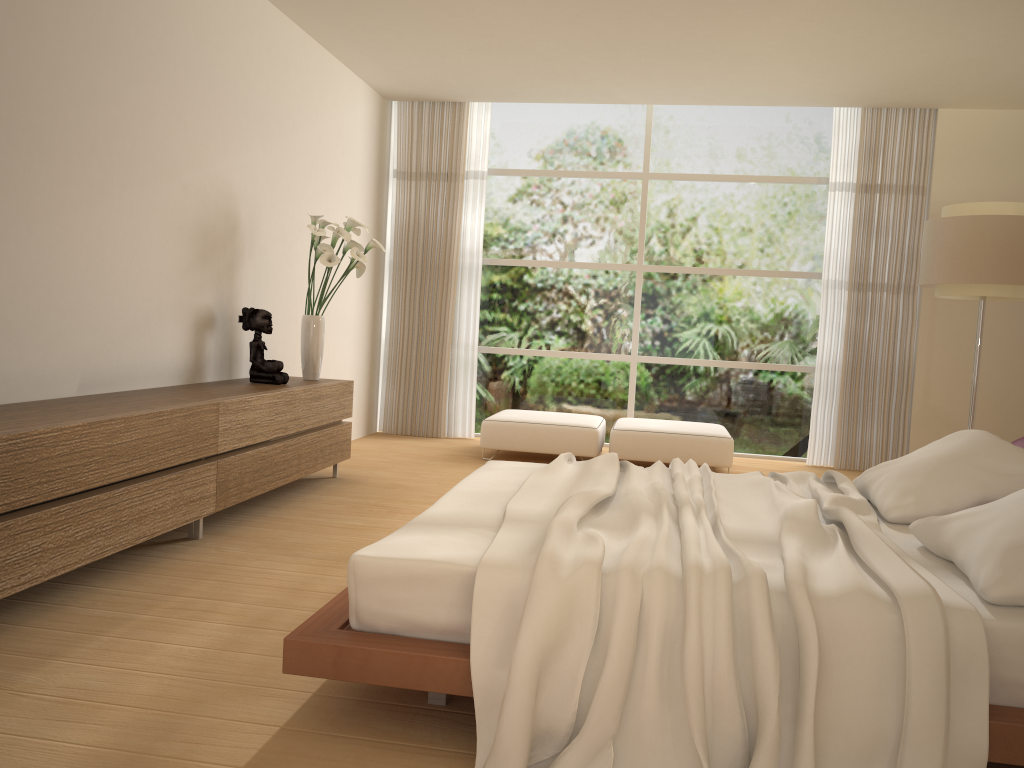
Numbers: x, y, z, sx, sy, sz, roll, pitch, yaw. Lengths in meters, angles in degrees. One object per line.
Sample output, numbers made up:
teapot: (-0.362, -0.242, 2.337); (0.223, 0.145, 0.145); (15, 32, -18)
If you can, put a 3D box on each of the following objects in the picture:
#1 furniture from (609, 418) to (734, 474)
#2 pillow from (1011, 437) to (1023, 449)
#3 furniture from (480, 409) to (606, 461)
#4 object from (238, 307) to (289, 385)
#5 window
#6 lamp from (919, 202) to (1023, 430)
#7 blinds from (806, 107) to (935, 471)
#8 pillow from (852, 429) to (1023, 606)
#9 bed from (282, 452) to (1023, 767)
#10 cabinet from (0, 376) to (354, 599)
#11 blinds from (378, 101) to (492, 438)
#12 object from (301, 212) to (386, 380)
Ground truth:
furniture: (1.305, 0.508, 7.327); (0.965, 0.346, 0.964); (4, 4, 9)
pillow: (1.865, 0.380, 2.952); (0.575, 0.369, 1.683); (4, 4, 9)
furniture: (0.285, 0.440, 7.494); (0.965, 0.346, 0.964); (4, 4, 9)
object: (-1.486, -0.230, 5.339); (0.282, 0.453, 0.181); (4, 4, 9)
window: (1.186, -1.077, 8.238); (4.781, 3.371, 0.071); (4, 4, 9)
lamp: (3.047, -0.133, 5.806); (0.817, 2.018, 0.817); (0, 5, -38)
blinds: (3.083, -0.922, 7.615); (0.814, 3.351, 0.202); (4, 4, 8)
pillow: (1.596, 0.378, 2.990); (0.561, 0.339, 1.720); (4, 4, 9)
bed: (0.823, 0.654, 3.094); (2.535, 0.570, 2.599); (4, 4, 9)
cabinet: (-1.683, 0.393, 4.238); (0.588, 0.662, 3.713); (4, 4, 9)
blinds: (-0.732, -1.177, 8.294); (0.950, 3.352, 0.211); (4, 4, 8)
object: (-1.146, -0.560, 5.765); (0.515, 1.085, 0.608); (1, 5, -33)
